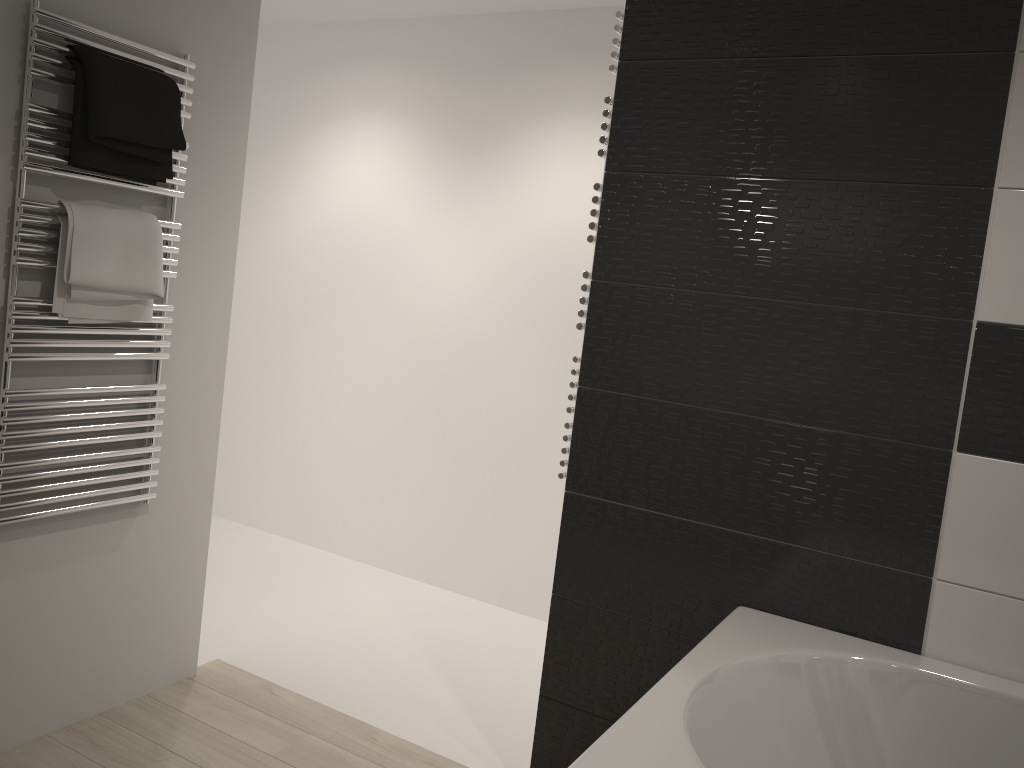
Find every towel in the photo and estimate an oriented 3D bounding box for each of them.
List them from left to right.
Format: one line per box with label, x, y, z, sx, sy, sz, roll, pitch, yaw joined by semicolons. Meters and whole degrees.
towel;-1.054;-0.309;2.323;0.098;0.308;0.303;9;6;30
towel;-0.995;-0.684;2.298;0.141;0.308;0.300;9;5;26

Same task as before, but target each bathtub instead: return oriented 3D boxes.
bathtub;1.197;1.045;1.172;2.184;0.674;1.008;10;6;29

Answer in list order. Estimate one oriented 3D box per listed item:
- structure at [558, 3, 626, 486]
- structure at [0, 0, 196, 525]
structure;0.328;-0.367;2.569;0.039;1.289;0.473;9;5;29
structure;-1.093;-0.281;2.342;0.039;1.289;0.473;9;5;29
